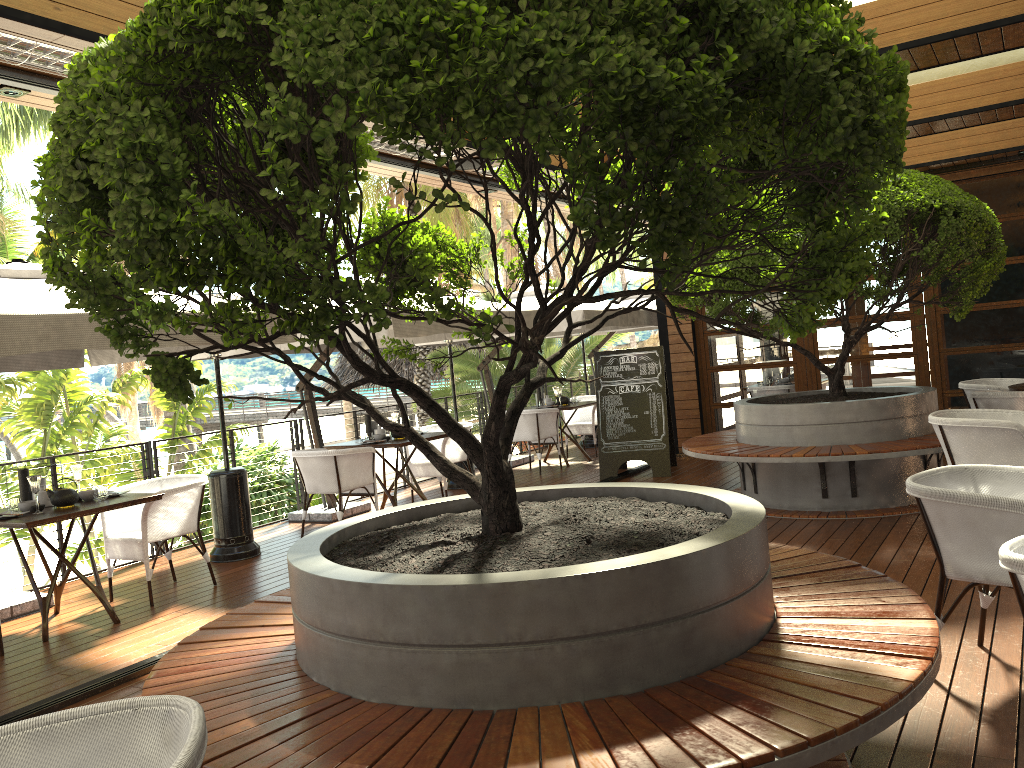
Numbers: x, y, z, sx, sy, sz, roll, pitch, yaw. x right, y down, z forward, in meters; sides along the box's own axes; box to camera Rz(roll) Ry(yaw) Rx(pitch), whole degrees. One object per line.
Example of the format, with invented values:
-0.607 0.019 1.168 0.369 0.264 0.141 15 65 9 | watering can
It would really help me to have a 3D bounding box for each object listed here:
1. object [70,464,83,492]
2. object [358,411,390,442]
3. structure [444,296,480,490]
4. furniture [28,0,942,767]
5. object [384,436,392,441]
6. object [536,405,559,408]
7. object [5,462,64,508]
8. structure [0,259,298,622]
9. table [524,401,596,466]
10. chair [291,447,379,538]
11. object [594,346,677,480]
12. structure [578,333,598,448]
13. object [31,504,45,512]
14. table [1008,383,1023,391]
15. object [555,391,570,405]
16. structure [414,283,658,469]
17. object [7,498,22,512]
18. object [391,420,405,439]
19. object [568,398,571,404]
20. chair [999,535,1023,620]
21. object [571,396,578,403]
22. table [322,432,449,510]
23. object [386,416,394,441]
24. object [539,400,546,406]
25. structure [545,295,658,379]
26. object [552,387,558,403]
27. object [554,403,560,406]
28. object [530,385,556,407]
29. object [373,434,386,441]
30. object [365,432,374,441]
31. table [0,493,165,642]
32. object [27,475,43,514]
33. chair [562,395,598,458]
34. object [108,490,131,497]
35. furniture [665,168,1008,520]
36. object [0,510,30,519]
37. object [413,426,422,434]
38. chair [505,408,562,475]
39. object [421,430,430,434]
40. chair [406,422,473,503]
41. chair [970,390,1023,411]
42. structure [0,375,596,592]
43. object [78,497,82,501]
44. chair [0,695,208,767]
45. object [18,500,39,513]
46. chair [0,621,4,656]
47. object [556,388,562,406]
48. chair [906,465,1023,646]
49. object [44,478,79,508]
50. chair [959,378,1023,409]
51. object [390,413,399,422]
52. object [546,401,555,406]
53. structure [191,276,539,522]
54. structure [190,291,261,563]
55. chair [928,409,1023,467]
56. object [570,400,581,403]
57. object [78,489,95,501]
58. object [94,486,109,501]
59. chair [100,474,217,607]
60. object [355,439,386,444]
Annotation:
-2.878 0.649 5.884 0.082 0.227 0.082 -5 1 32 | object
-1.339 0.408 8.595 0.263 0.264 0.263 -6 1 -14 | object
-0.663 0.079 10.119 0.699 2.192 0.700 -5 1 19 | structure
-0.046 -0.002 3.014 2.614 2.722 2.697 -5 1 22 | furniture
-1.158 0.511 8.287 0.080 0.042 0.080 -6 2 -8 | object
0.452 0.284 11.074 0.294 0.025 0.170 -4 2 31 | object
-3.066 0.657 5.709 0.263 0.264 0.263 -6 1 -14 | object
-3.016 0.372 5.625 2.412 2.332 2.416 -5 1 31 | structure
0.616 0.646 11.427 0.931 0.749 0.932 -5 2 31 | table
-1.555 0.942 7.793 0.627 0.788 0.617 -5 1 32 | chair
1.359 0.301 9.886 0.768 1.396 0.772 -5 1 16 | object
1.080 -0.172 13.030 0.699 2.192 0.700 -5 1 19 | structure
-2.885 0.761 5.401 0.080 0.042 0.080 -6 2 -8 | object
4.946 0.359 7.597 1.166 0.749 1.166 -5 1 0 | table
0.653 0.180 11.337 0.168 0.179 0.163 -5 1 29 | object
0.447 -0.128 11.410 2.412 2.332 2.416 -5 1 31 | structure
-3.076 0.753 5.490 0.086 0.086 0.086 -4 1 36 | object
-1.079 0.430 8.439 0.163 0.179 0.168 -5 1 33 | object
0.708 0.226 11.544 0.116 0.065 0.116 -4 2 35 | object
1.685 0.806 2.334 0.617 0.788 0.627 -6 1 -38 | chair
0.810 0.207 11.501 0.086 0.086 0.086 -4 1 36 | object
-1.120 0.897 8.526 0.931 0.749 0.932 -5 2 31 | table
-1.132 0.415 8.213 0.082 0.227 0.082 -5 1 20 | object
0.385 0.253 11.271 0.086 0.086 0.086 -4 1 36 | object
2.178 -0.378 14.303 2.412 2.332 2.416 -5 1 31 | structure
0.582 0.149 11.665 0.082 0.227 0.082 -5 1 32 | object
0.575 0.261 11.183 0.080 0.042 0.080 -5 2 22 | object
0.394 0.157 11.490 0.263 0.264 0.263 -6 1 -14 | object
-1.243 0.506 8.337 0.116 0.065 0.116 -4 2 30 | object
-1.348 0.504 8.376 0.086 0.086 0.086 -4 1 36 | object
-2.857 1.148 5.625 0.931 0.749 0.932 -5 2 31 | table
-2.859 0.665 5.327 0.082 0.227 0.082 -5 1 32 | object
1.052 0.567 12.100 0.627 0.788 0.617 -5 1 32 | chair
-2.711 0.737 5.922 0.294 0.025 0.170 -4 2 31 | object
2.671 -0.391 7.417 2.569 2.722 2.720 -5 1 -4 | furniture
-3.009 0.784 5.292 0.294 0.025 0.170 -4 2 31 | object
-0.923 0.457 8.606 0.086 0.086 0.086 -4 1 36 | object
0.234 0.683 10.782 0.627 0.788 0.617 -5 1 32 | chair
-0.983 0.488 8.809 0.294 0.025 0.170 -4 2 31 | object
-0.707 0.821 9.161 0.627 0.788 0.617 -5 1 32 | chair
4.151 0.426 7.242 0.617 0.788 0.627 -6 1 -28 | chair
-4.393 1.260 5.367 0.163 1.153 26.294 -5 2 31 | structure
-2.837 0.744 5.813 0.080 0.042 0.080 -6 2 -8 | object
-0.837 1.065 1.585 0.617 0.788 0.627 -6 1 -13 | chair
-2.971 0.756 5.451 0.116 0.065 0.116 -4 2 30 | object
-3.277 1.191 4.917 0.627 0.788 0.617 -5 1 32 | chair
0.601 0.165 11.108 0.082 0.227 0.082 -5 1 32 | object
1.943 0.747 3.485 0.628 0.788 0.616 -6 1 -38 | chair
-2.807 0.680 5.553 0.163 0.179 0.168 -5 1 33 | object
4.604 0.350 8.330 0.628 0.788 0.616 -6 1 -28 | chair
-1.151 0.400 8.770 0.082 0.227 0.082 -5 1 32 | object
0.490 0.256 11.232 0.116 0.065 0.116 -4 2 35 | object
-1.285 0.122 8.517 2.412 2.332 2.416 -5 1 31 | structure
-2.370 0.326 7.266 0.699 2.192 0.700 -5 1 19 | structure
3.099 0.568 5.789 0.616 0.788 0.628 -5 1 37 | chair
0.750 0.237 11.704 0.294 0.025 0.170 -4 2 31 | object
-2.752 0.726 5.763 0.116 0.065 0.116 -4 2 30 | object
-2.650 0.707 5.720 0.086 0.086 0.086 -4 1 36 | object
-2.459 1.074 6.234 0.627 0.788 0.617 -5 1 32 | chair
-1.281 0.535 8.178 0.294 0.025 0.170 -4 2 31 | object
